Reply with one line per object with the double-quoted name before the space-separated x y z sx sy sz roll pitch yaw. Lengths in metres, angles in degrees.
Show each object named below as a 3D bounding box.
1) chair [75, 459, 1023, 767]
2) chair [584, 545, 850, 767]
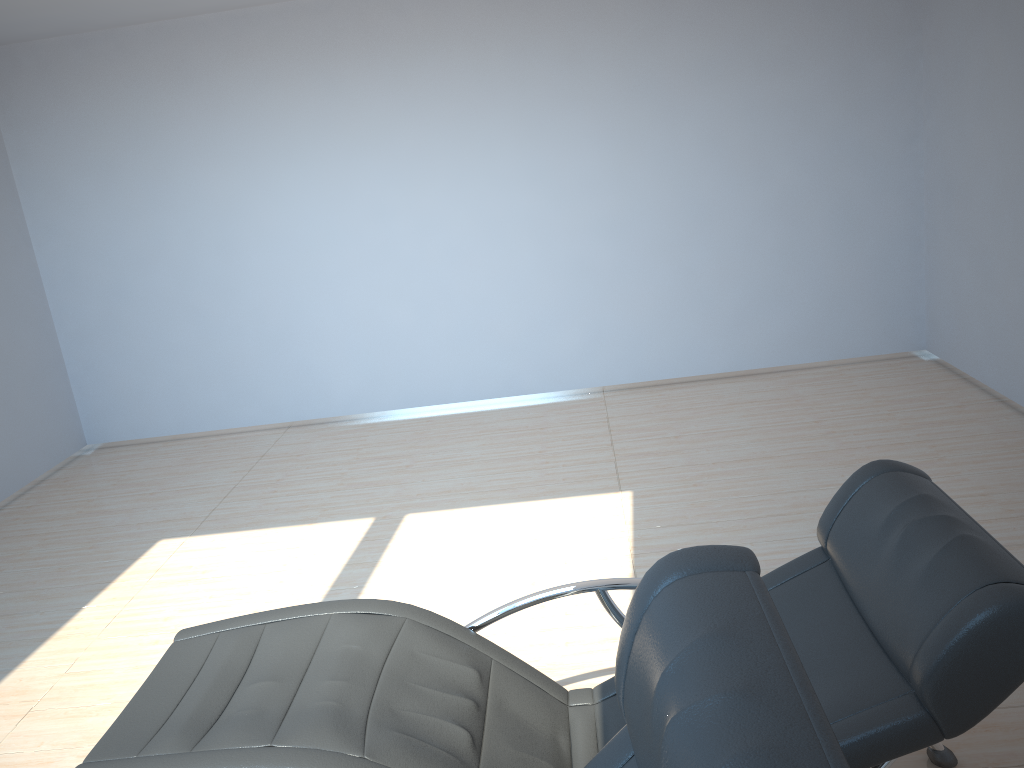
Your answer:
"chair" 0.143 0.838 2.130 2.114 0.953 0.836 -7 15 5
"chair" -0.430 1.017 1.196 1.938 1.251 0.836 -7 15 5
